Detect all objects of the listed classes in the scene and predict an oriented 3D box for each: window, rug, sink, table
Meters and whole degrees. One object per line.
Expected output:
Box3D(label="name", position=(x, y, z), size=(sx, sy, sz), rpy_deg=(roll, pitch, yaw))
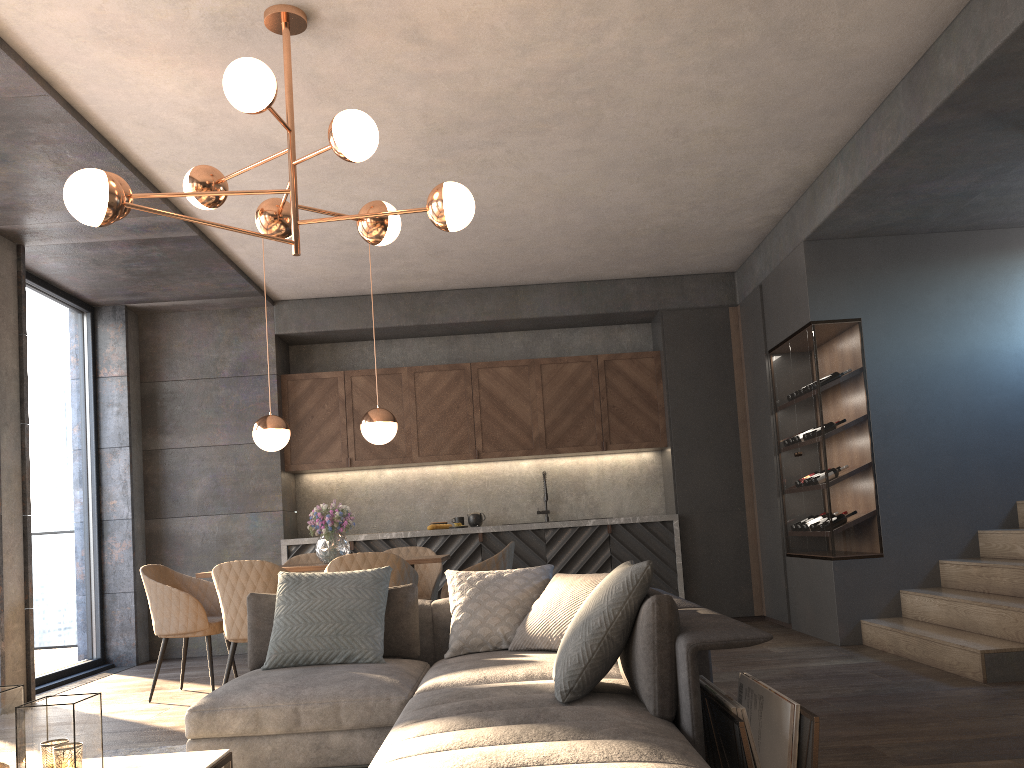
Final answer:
Box3D(label="window", position=(-3.442, 0.235, 3.702), size=(0.199, 2.971, 7.342), rpy_deg=(-4, -9, -1))
Box3D(label="rug", position=(-1.021, 1.383, 2.518), size=(1.729, 0.020, 3.177), rpy_deg=(-4, -9, -1))
Box3D(label="sink", position=(0.380, 1.037, 7.877), size=(0.962, 0.542, 0.465), rpy_deg=(-4, -6, 0))
Box3D(label="table", position=(-1.129, 1.527, 5.618), size=(1.466, 0.763, 0.776), rpy_deg=(-4, -7, 0))
Box3D(label="table", position=(-1.272, 1.170, 2.103), size=(0.930, 0.306, 0.940), rpy_deg=(-4, -9, 0))

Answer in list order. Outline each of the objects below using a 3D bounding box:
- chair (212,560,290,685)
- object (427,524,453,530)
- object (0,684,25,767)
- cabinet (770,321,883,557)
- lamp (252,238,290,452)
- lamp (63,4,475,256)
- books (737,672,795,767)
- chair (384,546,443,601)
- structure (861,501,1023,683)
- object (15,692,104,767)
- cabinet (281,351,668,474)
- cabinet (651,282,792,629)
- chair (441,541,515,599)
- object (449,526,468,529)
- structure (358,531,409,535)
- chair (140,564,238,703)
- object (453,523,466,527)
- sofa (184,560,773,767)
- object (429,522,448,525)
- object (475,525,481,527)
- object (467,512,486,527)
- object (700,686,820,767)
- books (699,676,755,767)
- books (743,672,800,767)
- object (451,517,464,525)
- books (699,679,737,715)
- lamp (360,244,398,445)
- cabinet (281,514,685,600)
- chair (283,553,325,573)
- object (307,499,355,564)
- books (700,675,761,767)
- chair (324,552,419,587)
Box3D(label="chair", position=(-1.411, 1.417, 5.051), size=(0.556, 0.830, 0.514), rpy_deg=(-5, -6, 9))
Box3D(label="object", position=(-0.629, 1.259, 7.769), size=(0.071, 0.054, 0.302), rpy_deg=(-10, -11, 40))
Box3D(label="object", position=(-1.376, 0.910, 2.220), size=(0.199, 0.259, 0.198), rpy_deg=(-4, -6, 0))
Box3D(label="cabinet", position=(2.267, 0.446, 6.466), size=(0.337, 1.572, 1.008), rpy_deg=(-4, -6, -1))
Box3D(label="lamp", position=(-1.605, -0.323, 5.788), size=(0.239, 1.532, 0.240), rpy_deg=(-4, -4, 5))
Box3D(label="lamp", position=(-1.010, -0.976, 3.620), size=(1.463, 1.030, 1.025), rpy_deg=(0, -8, -24))
Box3D(label="books", position=(0.777, 1.126, 2.759), size=(0.064, 0.352, 0.573), rpy_deg=(-4, -8, -1))
Box3D(label="chair", position=(-0.745, 1.563, 6.185), size=(0.555, 0.830, 0.515), rpy_deg=(-4, -6, -1))
Box3D(label="structure", position=(3.411, 0.831, 5.175), size=(2.259, 1.412, 1.522), rpy_deg=(-4, -7, 0))
Box3D(label="object", position=(-1.168, 0.928, 2.286), size=(0.148, 0.219, 0.151), rpy_deg=(-4, -6, 0))
Box3D(label="cabinet", position=(-0.342, 0.266, 8.012), size=(3.391, 0.859, 0.372), rpy_deg=(-4, -5, 0))
Box3D(label="cabinet", position=(1.982, 0.650, 7.562), size=(1.187, 2.734, 1.212), rpy_deg=(-4, -5, 0))
Box3D(label="chair", position=(-0.214, 1.431, 5.599), size=(0.510, 0.830, 0.560), rpy_deg=(-4, -6, 4))
Box3D(label="object", position=(-0.467, 1.257, 7.742), size=(0.171, 0.020, 0.171), rpy_deg=(-8, -10, 25))
Box3D(label="structure", position=(-1.105, 1.328, 7.829), size=(0.610, 0.017, 0.510), rpy_deg=(-4, -9, 0))
Box3D(label="chair", position=(-2.047, 1.552, 5.617), size=(0.510, 0.830, 0.560), rpy_deg=(-4, -6, 4))
Box3D(label="object", position=(-0.467, 1.240, 7.744), size=(0.120, 0.045, 0.117), rpy_deg=(-4, -9, 5))
Box3D(label="sofa", position=(-0.223, 1.018, 2.969), size=(2.023, 0.777, 2.942), rpy_deg=(-4, -9, -1))
Box3D(label="object", position=(-0.658, 1.272, 7.917), size=(0.157, 0.067, 0.118), rpy_deg=(-1, -9, -15))
Box3D(label="object", position=(-0.522, 1.267, 7.783), size=(0.489, 0.040, 0.287), rpy_deg=(-3, -9, -5))
Box3D(label="object", position=(-0.325, 1.217, 7.912), size=(0.136, 0.136, 0.154), rpy_deg=(0, -8, -28))
Box3D(label="object", position=(0.727, 1.127, 2.685), size=(0.216, 0.348, 0.674), rpy_deg=(-4, -8, -1))
Box3D(label="books", position=(0.677, 1.133, 2.760), size=(0.068, 0.351, 0.573), rpy_deg=(-4, -8, -1))
Box3D(label="books", position=(0.789, 1.124, 2.752), size=(0.064, 0.352, 0.573), rpy_deg=(-4, -8, -1))
Box3D(label="object", position=(-0.477, 1.244, 7.913), size=(0.091, 0.103, 0.112), rpy_deg=(-8, -8, 32))
Box3D(label="books", position=(0.662, 1.134, 2.763), size=(0.062, 0.352, 0.573), rpy_deg=(-4, -8, -1))
Box3D(label="lamp", position=(-0.907, -0.368, 5.792), size=(0.239, 1.532, 0.241), rpy_deg=(-2, -5, -25))
Box3D(label="cabinet", position=(-0.245, 1.737, 7.784), size=(3.391, 0.943, 0.606), rpy_deg=(-4, -6, 0))
Box3D(label="chair", position=(-1.394, 1.608, 6.203), size=(0.555, 0.830, 0.515), rpy_deg=(-3, -6, -6))
Box3D(label="object", position=(-1.155, 0.949, 5.692), size=(0.298, 0.405, 0.331), rpy_deg=(0, -7, -30))
Box3D(label="books", position=(0.696, 1.132, 2.759), size=(0.079, 0.350, 0.573), rpy_deg=(-4, -8, -1))
Box3D(label="chair", position=(-0.800, 1.378, 5.058), size=(0.555, 0.830, 0.515), rpy_deg=(-3, -6, -6))
